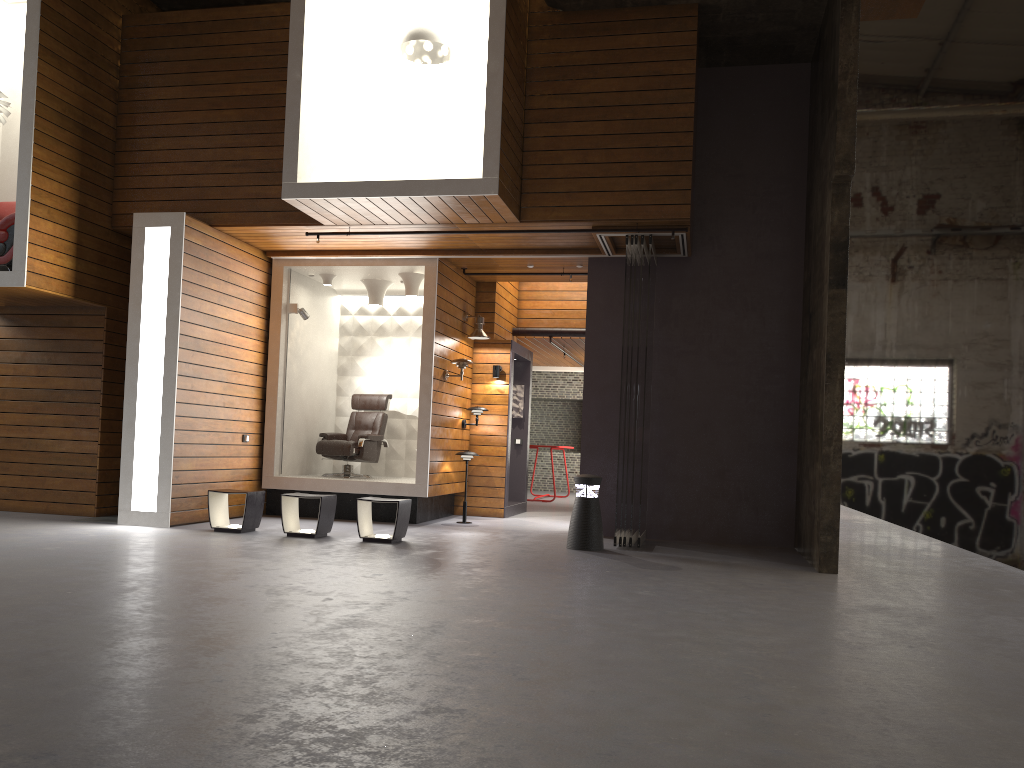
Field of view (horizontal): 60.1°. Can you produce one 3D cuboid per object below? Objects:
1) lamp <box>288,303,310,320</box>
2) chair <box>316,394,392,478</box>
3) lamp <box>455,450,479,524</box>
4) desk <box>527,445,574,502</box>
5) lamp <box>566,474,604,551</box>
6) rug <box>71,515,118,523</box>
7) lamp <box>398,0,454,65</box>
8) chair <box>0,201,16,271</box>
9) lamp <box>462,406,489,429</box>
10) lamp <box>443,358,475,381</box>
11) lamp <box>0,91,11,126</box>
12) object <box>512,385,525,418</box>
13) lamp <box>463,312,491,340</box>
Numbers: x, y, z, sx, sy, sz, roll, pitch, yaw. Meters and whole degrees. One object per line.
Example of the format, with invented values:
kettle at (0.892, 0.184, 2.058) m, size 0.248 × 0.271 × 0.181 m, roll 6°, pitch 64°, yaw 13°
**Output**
lamp at (-2.510, -0.853, 10.451) m, size 0.249 × 0.188 × 0.129 m, roll 3°, pitch -2°, yaw -19°
chair at (-1.988, 0.634, 11.151) m, size 0.755 × 1.070 × 0.827 m, roll 1°, pitch -3°, yaw 27°
lamp at (-0.548, 1.218, 10.507) m, size 0.287 × 0.861 × 0.288 m, roll 2°, pitch -2°, yaw -2°
desk at (0.572, 1.616, 16.132) m, size 0.844 × 0.983 × 1.720 m, roll 2°, pitch -3°, yaw 12°
lamp at (0.699, 1.194, 8.300) m, size 0.348 × 0.695 × 0.349 m, roll 2°, pitch -2°, yaw 18°
rug at (-4.001, 1.434, 9.584) m, size 0.540 × 0.014 × 1.581 m, roll 1°, pitch -4°, yaw 12°
lamp at (-0.803, -3.659, 8.473) m, size 0.530 × 0.985 × 0.531 m, roll 2°, pitch -2°, yaw 25°
chair at (-5.118, -1.497, 9.009) m, size 1.200 × 0.936 × 0.955 m, roll 2°, pitch -3°, yaw 12°
lamp at (-0.459, 0.423, 11.194) m, size 0.326 × 0.296 × 0.288 m, roll 2°, pitch -3°, yaw 12°
lamp at (-0.614, -0.168, 10.335) m, size 0.351 × 0.270 × 0.288 m, roll 2°, pitch -3°, yaw 12°
lamp at (-5.165, -3.410, 8.700) m, size 0.512 × 1.772 × 0.487 m, roll 3°, pitch -2°, yaw -24°
object at (-0.020, 0.249, 12.765) m, size 0.380 × 0.477 × 0.048 m, roll 2°, pitch -1°, yaw 12°
lamp at (-0.434, -0.736, 11.079) m, size 0.346 × 0.331 × 0.295 m, roll 2°, pitch -3°, yaw 14°
